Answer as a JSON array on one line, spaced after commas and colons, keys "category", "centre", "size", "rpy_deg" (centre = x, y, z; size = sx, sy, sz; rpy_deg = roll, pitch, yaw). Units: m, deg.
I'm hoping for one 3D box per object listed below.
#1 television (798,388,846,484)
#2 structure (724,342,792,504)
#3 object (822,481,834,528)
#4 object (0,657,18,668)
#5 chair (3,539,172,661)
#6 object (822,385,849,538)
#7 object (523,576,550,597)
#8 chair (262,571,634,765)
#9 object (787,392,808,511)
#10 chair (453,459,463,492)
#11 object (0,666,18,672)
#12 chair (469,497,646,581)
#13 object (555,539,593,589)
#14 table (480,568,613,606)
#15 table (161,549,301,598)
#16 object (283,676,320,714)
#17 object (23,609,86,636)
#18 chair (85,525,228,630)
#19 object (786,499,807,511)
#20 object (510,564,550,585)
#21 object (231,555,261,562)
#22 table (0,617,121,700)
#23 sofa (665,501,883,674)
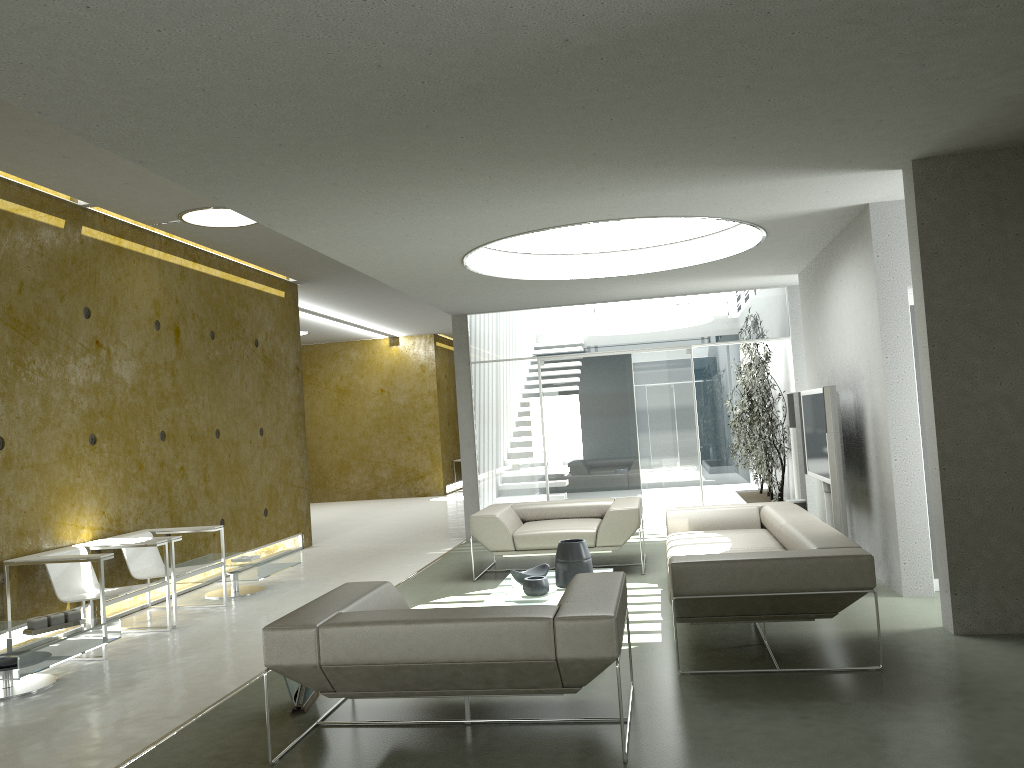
[{"category": "television", "centre": [2.649, 0.429, 7.528], "size": [0.127, 0.781, 1.603], "rpy_deg": [-4, -3, 9]}, {"category": "structure", "centre": [3.183, 0.370, 11.739], "size": [0.646, 2.589, 3.371], "rpy_deg": [-4, -3, 9]}, {"category": "object", "centre": [2.646, 1.166, 7.503], "size": [0.323, 0.689, 0.882], "rpy_deg": [-4, -3, 9]}, {"category": "object", "centre": [-2.820, 1.569, 4.999], "size": [0.239, 0.027, 0.239], "rpy_deg": [-5, -3, 26]}, {"category": "chair", "centre": [-2.944, 1.496, 6.216], "size": [0.710, 0.667, 0.800], "rpy_deg": [-4, -3, 9]}, {"category": "object", "centre": [2.372, 0.744, 6.456], "size": [0.310, 1.469, 0.310], "rpy_deg": [-3, -3, -14]}, {"category": "object", "centre": [0.161, 1.349, 5.905], "size": [0.177, 0.113, 0.177], "rpy_deg": [-3, -3, -10]}, {"category": "chair", "centre": [-0.217, 1.255, 4.065], "size": [1.481, 0.583, 1.039], "rpy_deg": [-4, -3, 9]}, {"category": "object", "centre": [2.802, 0.816, 8.653], "size": [0.310, 1.469, 0.310], "rpy_deg": [-6, -3, 36]}, {"category": "chair", "centre": [-0.808, 1.944, 19.147], "size": [0.710, 0.667, 0.800], "rpy_deg": [-4, -3, 9]}, {"category": "object", "centre": [-2.820, 1.573, 4.999], "size": [0.394, 0.027, 0.394], "rpy_deg": [-4, -3, -8]}, {"category": "chair", "centre": [0.450, 1.395, 8.107], "size": [1.481, 0.583, 1.039], "rpy_deg": [-4, -3, 9]}, {"category": "object", "centre": [0.427, 1.243, 6.153], "size": [0.265, 0.309, 0.265], "rpy_deg": [-4, -3, -8]}, {"category": "table", "centre": [0.267, 1.507, 6.084], "size": [0.790, 0.200, 1.500], "rpy_deg": [-4, -3, 9]}, {"category": "table", "centre": [-2.510, 1.734, 8.018], "size": [0.900, 0.300, 0.900], "rpy_deg": [-4, -3, 9]}, {"category": "object", "centre": [-1.075, 1.481, 4.505], "size": [0.216, 0.288, 0.329], "rpy_deg": [-4, -3, -1]}, {"category": "object", "centre": [-2.763, 1.430, 5.357], "size": [0.118, 0.097, 0.326], "rpy_deg": [-6, -3, 34]}, {"category": "chair", "centre": [-2.804, 1.525, 7.060], "size": [0.710, 0.667, 0.800], "rpy_deg": [-4, -3, 9]}, {"category": "object", "centre": [2.662, 1.313, 8.264], "size": [0.175, 0.461, 0.185], "rpy_deg": [-4, -3, 4]}, {"category": "object", "centre": [0.131, 1.363, 6.300], "size": [0.317, 0.125, 0.223], "rpy_deg": [-1, -4, -44]}, {"category": "object", "centre": [-2.361, 1.552, 7.868], "size": [0.197, 0.029, 0.189], "rpy_deg": [-4, -3, 9]}, {"category": "table", "centre": [-2.973, 1.636, 5.209], "size": [0.900, 0.300, 0.900], "rpy_deg": [-4, -3, 9]}, {"category": "sofa", "centre": [1.551, 1.216, 5.878], "size": [1.037, 0.585, 2.791], "rpy_deg": [-4, -3, 9]}]
